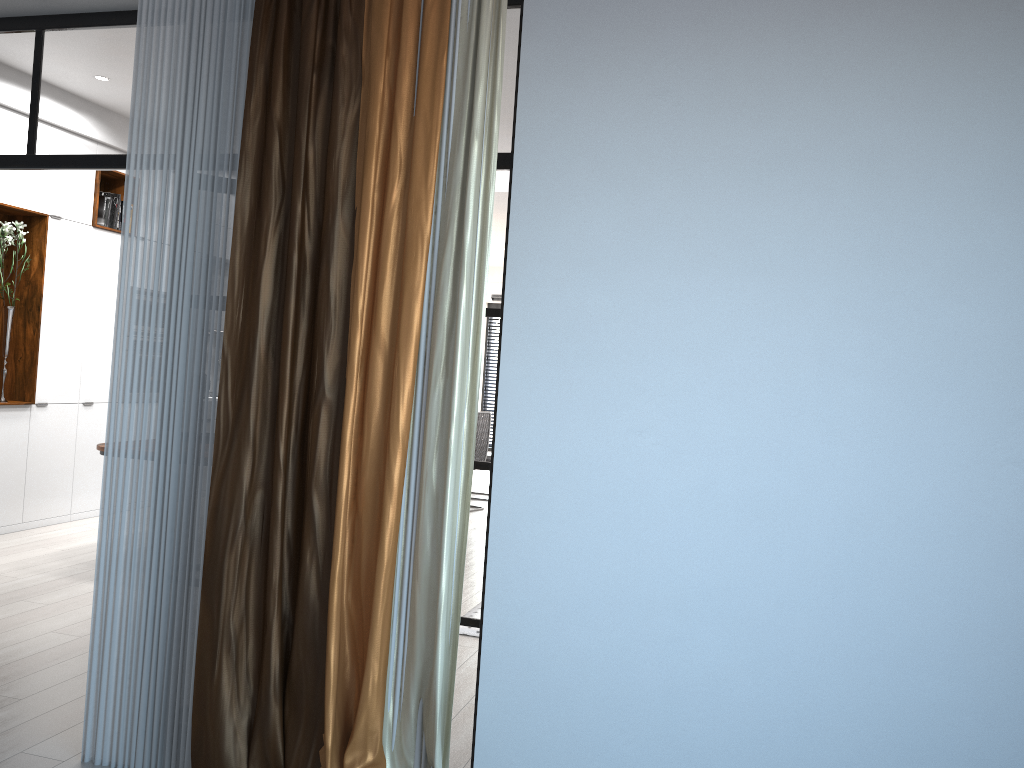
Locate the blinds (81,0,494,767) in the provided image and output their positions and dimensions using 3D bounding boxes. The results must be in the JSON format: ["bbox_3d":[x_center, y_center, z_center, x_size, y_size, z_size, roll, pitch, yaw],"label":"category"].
[{"bbox_3d":[-0.746,-0.186,2.884,1.301,3.069,0.052,4,-1,16],"label":"blinds"}]

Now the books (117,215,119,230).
[{"bbox_3d":[-3.415,-1.433,7.487,0.231,0.296,0.030,4,-1,15],"label":"books"}]

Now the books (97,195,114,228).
[{"bbox_3d":[-3.446,-1.435,7.376,0.236,0.278,0.106,4,-1,15],"label":"books"}]

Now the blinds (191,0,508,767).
[{"bbox_3d":[-0.498,-0.175,2.710,0.811,3.046,0.254,4,-1,16],"label":"blinds"}]

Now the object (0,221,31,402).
[{"bbox_3d":[-3.694,-0.537,6.477,0.268,1.342,0.268,3,-1,41],"label":"object"}]

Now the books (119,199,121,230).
[{"bbox_3d":[-3.424,-1.433,7.542,0.231,0.296,0.030,4,-1,15],"label":"books"}]

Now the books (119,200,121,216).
[{"bbox_3d":[-3.412,-1.430,7.512,0.196,0.269,0.020,4,-1,15],"label":"books"}]

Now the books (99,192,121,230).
[{"bbox_3d":[-3.417,-1.456,7.448,0.268,0.321,0.047,4,-1,15],"label":"books"}]

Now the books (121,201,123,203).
[{"bbox_3d":[-3.394,-1.442,7.591,0.239,0.288,0.030,4,-1,15],"label":"books"}]

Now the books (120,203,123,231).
[{"bbox_3d":[-3.392,-1.415,7.562,0.190,0.254,0.025,4,-1,15],"label":"books"}]

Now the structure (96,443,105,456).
[{"bbox_3d":[-1.642,0.780,8.214,1.378,0.887,5.637,4,1,15],"label":"structure"}]
